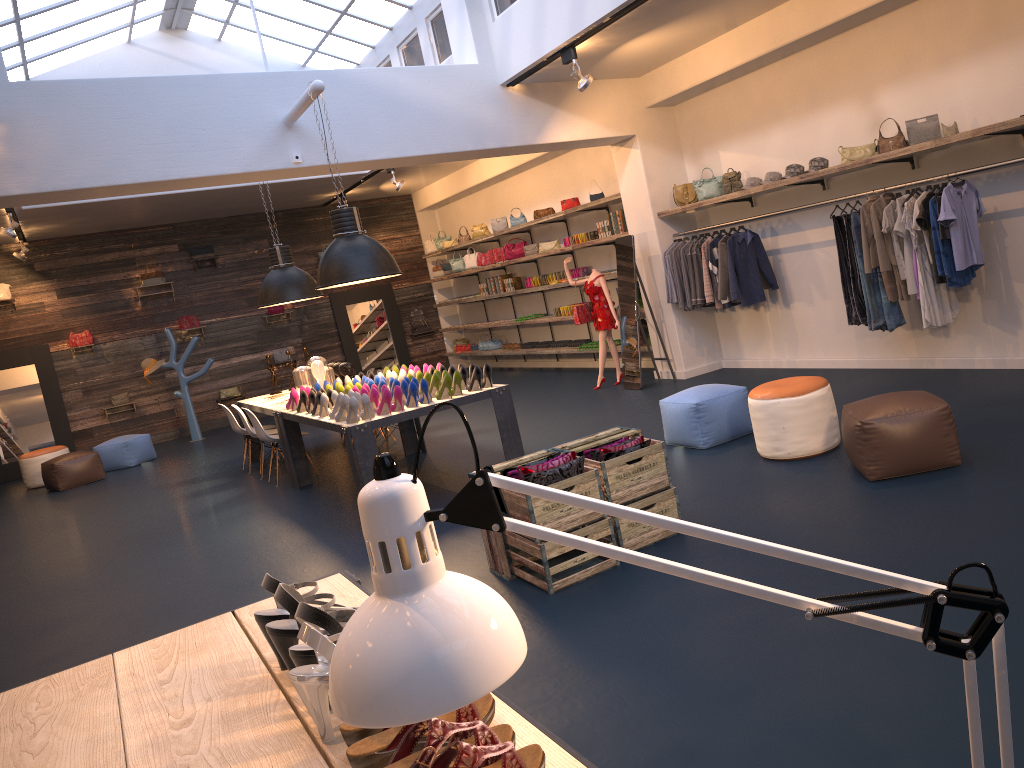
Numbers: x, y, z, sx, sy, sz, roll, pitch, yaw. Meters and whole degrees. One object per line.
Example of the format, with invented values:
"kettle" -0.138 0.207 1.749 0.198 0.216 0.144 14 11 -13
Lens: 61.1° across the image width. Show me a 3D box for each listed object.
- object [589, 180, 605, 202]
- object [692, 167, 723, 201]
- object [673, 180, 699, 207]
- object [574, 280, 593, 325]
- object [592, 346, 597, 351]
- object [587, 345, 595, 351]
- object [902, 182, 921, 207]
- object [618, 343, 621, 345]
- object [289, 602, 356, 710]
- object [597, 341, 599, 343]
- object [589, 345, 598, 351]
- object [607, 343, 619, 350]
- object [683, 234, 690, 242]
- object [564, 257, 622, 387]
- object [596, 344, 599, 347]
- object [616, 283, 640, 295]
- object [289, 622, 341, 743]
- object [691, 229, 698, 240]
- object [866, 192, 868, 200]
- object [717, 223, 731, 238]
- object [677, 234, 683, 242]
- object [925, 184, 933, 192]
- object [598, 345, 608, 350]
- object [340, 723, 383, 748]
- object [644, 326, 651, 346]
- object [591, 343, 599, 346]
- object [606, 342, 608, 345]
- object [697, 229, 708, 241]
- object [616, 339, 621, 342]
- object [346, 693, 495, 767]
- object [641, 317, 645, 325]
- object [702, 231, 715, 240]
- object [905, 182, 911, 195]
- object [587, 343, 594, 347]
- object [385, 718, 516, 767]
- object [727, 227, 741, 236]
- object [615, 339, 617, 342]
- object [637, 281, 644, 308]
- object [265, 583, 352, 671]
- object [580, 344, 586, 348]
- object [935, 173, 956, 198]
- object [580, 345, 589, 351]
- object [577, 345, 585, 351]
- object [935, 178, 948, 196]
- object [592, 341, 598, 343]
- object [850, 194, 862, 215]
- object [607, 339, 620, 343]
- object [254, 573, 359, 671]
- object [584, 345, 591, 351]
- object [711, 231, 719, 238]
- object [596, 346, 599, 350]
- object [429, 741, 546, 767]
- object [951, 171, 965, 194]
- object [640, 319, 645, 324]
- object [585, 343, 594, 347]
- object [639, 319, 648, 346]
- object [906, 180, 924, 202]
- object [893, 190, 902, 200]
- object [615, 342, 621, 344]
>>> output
"object" 1.091 -2.519 11.307 0.201 0.279 0.059 -12 5 0
"object" 2.184 -2.222 9.638 0.362 0.366 0.179 -11 5 6
"object" 2.002 -2.168 9.905 0.322 0.283 0.203 -11 5 -1
"object" 0.855 -1.031 10.860 0.083 0.552 0.347 -8 6 38
"object" 1.191 -0.509 12.008 0.254 0.058 0.076 -15 7 -34
"object" 1.127 -0.514 12.152 0.254 0.058 0.076 -15 7 -34
"object" 3.351 -1.591 7.232 0.391 0.197 0.013 -15 6 -31
"object" 1.490 -0.542 11.794 0.254 0.058 0.076 -15 7 -34
"object" -0.313 0.514 1.781 0.305 0.223 0.109 -16 7 -39
"object" 1.289 -0.601 12.396 0.257 0.075 0.076 -17 8 -43
"object" 1.153 -0.509 12.069 0.254 0.058 0.076 -15 7 -34
"object" 1.338 -0.502 11.700 0.254 0.058 0.076 -15 7 -34
"object" 1.995 -1.637 9.932 0.466 0.219 0.009 -15 6 -31
"object" 1.112 -0.800 10.727 0.685 1.660 0.375 -8 6 39
"object" 1.257 -0.550 12.001 0.254 0.063 0.077 -14 7 -26
"object" 1.549 -1.185 11.343 0.396 0.389 0.169 -13 5 -17
"object" -0.274 0.522 1.654 0.305 0.223 0.109 -16 7 -38
"object" 2.062 -1.634 9.798 0.466 0.219 0.009 -15 6 -31
"object" 3.142 -1.610 7.641 0.252 0.176 0.013 -15 6 -31
"object" 2.282 -1.630 9.392 0.466 0.219 0.009 -15 6 -31
"object" 1.942 -1.637 10.030 0.466 0.219 0.009 -15 6 -31
"object" 3.413 -1.588 7.099 0.419 0.197 0.008 -15 6 -30
"object" 1.262 -0.505 11.851 0.254 0.058 0.076 -15 7 -34
"object" -0.184 0.567 1.578 0.277 0.117 0.093 -14 6 -25
"object" 1.830 -0.678 11.033 0.402 0.338 0.203 -14 6 -23
"object" 1.213 -0.559 12.152 0.253 0.067 0.079 -14 6 -24
"object" 1.334 -0.548 11.849 0.252 0.064 0.080 -14 6 -24
"object" 2.120 -1.631 9.681 0.466 0.219 0.009 -15 6 -31
"object" 1.485 -0.589 11.942 0.078 0.073 0.256 -7 8 39
"object" -0.148 0.572 1.473 0.281 0.117 0.092 -16 7 -37
"object" 1.619 -0.716 11.476 0.396 0.389 0.169 -13 5 -17
"object" 2.161 -1.629 9.599 0.466 0.219 0.009 -15 6 -31
"object" 3.321 -1.591 7.280 0.325 0.197 0.011 -15 6 -30
"object" 1.149 -0.555 12.217 0.252 0.064 0.080 -14 6 -24
"object" -0.123 0.579 1.370 0.274 0.117 0.094 -14 6 -22
"object" 2.351 -1.622 9.233 0.466 0.219 0.009 -15 6 -31
"object" 1.474 -0.593 12.028 0.257 0.075 0.076 -17 8 -43
"object" 1.665 -1.151 11.014 0.371 0.355 0.150 -15 6 -30
"object" -0.385 0.513 1.909 0.302 0.223 0.110 -15 6 -29
"object" 1.073 -0.557 12.368 0.254 0.063 0.077 -14 7 -26
"object" 3.496 -1.591 6.927 0.438 0.178 0.016 -15 6 -30
"object" 1.052 -0.517 12.302 0.254 0.058 0.076 -15 7 -34
"object" 1.006 -0.517 12.376 0.254 0.058 0.076 -15 7 -34
"object" 3.480 -1.576 6.975 0.466 0.219 0.009 -15 6 -30
"object" 1.215 -0.598 12.483 0.235 0.053 0.085 -11 6 0
"object" 3.088 -1.612 7.749 0.252 0.176 0.013 -15 6 -31
"object" 1.400 -0.591 12.115 0.235 0.053 0.085 -11 6 0
"object" -0.445 0.512 2.017 0.302 0.223 0.110 -15 6 -30
"object" 1.078 -0.512 12.219 0.254 0.058 0.076 -15 7 -34
"object" 2.230 -1.631 9.493 0.466 0.219 0.009 -15 6 -31
"object" 1.237 -0.510 11.934 0.254 0.058 0.076 -15 7 -34
"object" -0.068 0.580 1.273 0.281 0.117 0.092 -16 7 -35
"object" 3.529 -1.592 6.865 0.438 0.178 0.016 -15 6 -30
"object" 1.683 -0.684 11.326 0.401 0.338 0.203 -14 6 -23
"object" 1.137 -0.562 12.304 0.253 0.068 0.078 -14 6 -24
"object" 1.734 -0.682 11.146 0.371 0.355 0.150 -15 6 -30
"object" 3.368 -1.601 7.193 0.391 0.176 0.013 -15 6 -31
"object" 3.282 -1.583 7.369 0.466 0.219 0.009 -15 6 -31
"object" 1.398 -0.552 11.784 0.253 0.067 0.079 -14 6 -24
